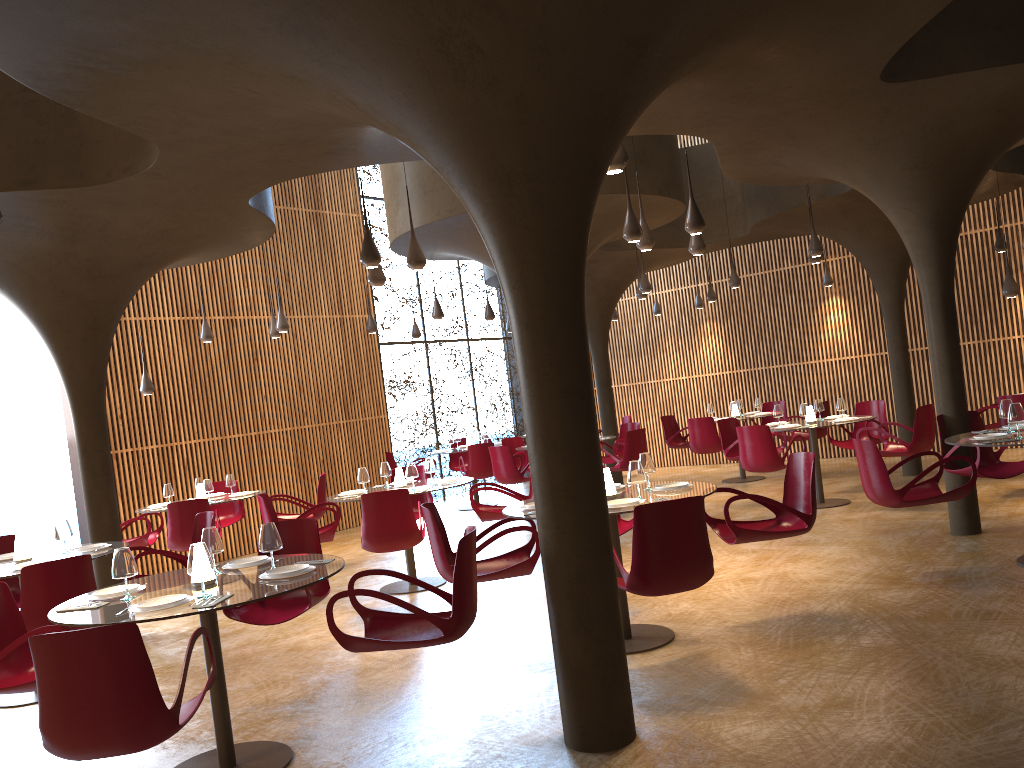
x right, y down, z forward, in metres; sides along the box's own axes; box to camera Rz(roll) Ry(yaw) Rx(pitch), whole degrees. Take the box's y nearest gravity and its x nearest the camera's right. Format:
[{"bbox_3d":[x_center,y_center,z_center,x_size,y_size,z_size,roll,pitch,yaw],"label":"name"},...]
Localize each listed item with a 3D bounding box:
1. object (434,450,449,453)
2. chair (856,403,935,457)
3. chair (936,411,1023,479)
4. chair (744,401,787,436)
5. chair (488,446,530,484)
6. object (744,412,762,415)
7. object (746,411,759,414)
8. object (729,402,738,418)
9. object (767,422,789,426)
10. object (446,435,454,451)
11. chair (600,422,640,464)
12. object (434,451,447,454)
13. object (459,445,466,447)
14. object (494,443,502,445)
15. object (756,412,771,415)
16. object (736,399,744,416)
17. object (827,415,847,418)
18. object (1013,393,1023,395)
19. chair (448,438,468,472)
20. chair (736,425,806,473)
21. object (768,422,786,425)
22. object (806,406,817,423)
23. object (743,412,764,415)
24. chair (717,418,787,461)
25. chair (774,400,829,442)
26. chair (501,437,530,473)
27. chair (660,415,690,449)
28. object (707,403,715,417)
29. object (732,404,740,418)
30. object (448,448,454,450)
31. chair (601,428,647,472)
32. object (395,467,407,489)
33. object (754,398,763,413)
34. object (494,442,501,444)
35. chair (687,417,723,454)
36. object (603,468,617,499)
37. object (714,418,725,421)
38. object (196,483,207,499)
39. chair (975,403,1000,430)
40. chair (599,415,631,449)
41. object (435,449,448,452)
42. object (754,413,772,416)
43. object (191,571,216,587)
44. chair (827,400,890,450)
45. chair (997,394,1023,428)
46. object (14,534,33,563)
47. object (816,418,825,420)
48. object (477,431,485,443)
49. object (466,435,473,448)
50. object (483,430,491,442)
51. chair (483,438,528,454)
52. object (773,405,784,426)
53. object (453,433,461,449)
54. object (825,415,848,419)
[{"bbox_3d":[-1.325,1.261,16.625,0.332,0.014,0.331,-7,-1,19],"label":"object"},{"bbox_3d":[4.902,0.597,11.197,0.624,0.636,0.874,-7,0,-42],"label":"chair"},{"bbox_3d":[4.654,0.599,8.789,0.625,0.636,0.873,-7,0,-4],"label":"chair"},{"bbox_3d":[4.816,0.675,16.660,0.626,0.636,0.871,-7,0,38],"label":"chair"},{"bbox_3d":[0.072,1.239,13.904,0.626,0.636,0.871,-7,0,43],"label":"chair"},{"bbox_3d":[4.383,0.536,16.124,0.332,0.014,0.331,-8,-1,36],"label":"object"},{"bbox_3d":[4.382,0.526,16.124,0.262,0.029,0.263,-7,-1,-41],"label":"object"},{"bbox_3d":[3.844,0.457,15.378,0.142,0.295,0.141,-7,1,31],"label":"object"},{"bbox_3d":[3.749,0.572,12.545,0.331,0.014,0.332,-7,-1,-25],"label":"object"},{"bbox_3d":[-1.155,1.100,16.486,0.142,0.295,0.141,-7,1,38],"label":"object"},{"bbox_3d":[1.861,1.032,15.415,0.871,0.636,0.626,-7,0,-42],"label":"chair"},{"bbox_3d":[-1.308,1.263,16.323,0.262,0.017,0.126,-7,-1,-6],"label":"object"},{"bbox_3d":[-0.900,1.206,17.232,0.263,0.029,0.263,-7,-1,-14],"label":"object"},{"bbox_3d":[-0.263,1.129,16.718,0.332,0.014,0.331,-8,-1,31],"label":"object"},{"bbox_3d":[4.371,0.519,15.441,0.263,0.029,0.263,-7,-1,17],"label":"object"},{"bbox_3d":[4.137,0.428,16.090,0.142,0.295,0.141,-7,1,38],"label":"object"},{"bbox_3d":[4.553,0.460,12.421,0.263,0.029,0.262,-8,-1,40],"label":"object"},{"bbox_3d":[6.976,0.150,12.113,0.262,0.029,0.263,-7,-1,-39],"label":"object"},{"bbox_3d":[-0.978,1.418,17.715,0.625,0.636,0.873,-7,0,-7],"label":"chair"},{"bbox_3d":[3.283,0.803,11.365,0.626,0.636,0.871,-7,0,43],"label":"chair"},{"bbox_3d":[3.748,0.563,12.545,0.262,0.029,0.263,-7,-1,-44],"label":"object"},{"bbox_3d":[4.089,0.417,12.149,0.142,0.232,0.144,-7,0,13],"label":"object"},{"bbox_3d":[4.387,0.537,16.122,0.411,0.012,0.204,-8,-1,35],"label":"object"},{"bbox_3d":[3.445,0.802,12.913,0.624,0.636,0.874,-7,0,-37],"label":"chair"},{"bbox_3d":[4.938,0.639,14.976,0.874,0.636,0.624,-7,0,38],"label":"chair"},{"bbox_3d":[0.234,1.238,15.451,0.624,0.636,0.874,-7,0,-37],"label":"chair"},{"bbox_3d":[3.207,0.874,16.411,0.874,0.636,0.624,-7,0,43],"label":"chair"},{"bbox_3d":[3.562,0.498,15.871,0.142,0.295,0.142,-7,1,10],"label":"object"},{"bbox_3d":[3.971,0.476,15.778,0.142,0.232,0.144,-7,0,23],"label":"object"},{"bbox_3d":[-1.198,1.260,17.225,0.126,0.017,0.262,-7,-1,-5],"label":"object"},{"bbox_3d":[1.691,1.033,13.736,0.624,0.636,0.874,-7,0,-42],"label":"chair"},{"bbox_3d":[-1.277,1.069,10.082,0.142,0.232,0.144,-7,0,31],"label":"object"},{"bbox_3d":[4.361,0.395,15.672,0.142,0.295,0.142,-7,1,-8],"label":"object"},{"bbox_3d":[-0.264,1.119,16.718,0.263,0.029,0.263,-8,-1,31],"label":"object"},{"bbox_3d":[3.315,0.842,14.858,0.626,0.636,0.871,-7,0,33],"label":"chair"},{"bbox_3d":[0.740,0.776,6.946,0.142,0.232,0.144,-7,0,-2],"label":"object"},{"bbox_3d":[3.629,0.612,15.364,0.263,0.029,0.262,-8,-1,44],"label":"object"},{"bbox_3d":[-4.195,1.459,11.954,0.144,0.232,0.142,-7,0,23],"label":"object"},{"bbox_3d":[6.565,0.404,12.546,0.874,0.636,0.624,-7,0,44],"label":"chair"},{"bbox_3d":[2.142,1.038,18.866,0.872,0.636,0.625,-7,0,-11],"label":"chair"},{"bbox_3d":[-1.326,1.252,16.625,0.263,0.029,0.263,-7,-1,10],"label":"object"},{"bbox_3d":[4.373,0.529,15.441,0.331,0.014,0.332,-7,-1,-28],"label":"object"},{"bbox_3d":[-1.861,1.084,5.313,0.142,0.232,0.145,-7,0,-33],"label":"object"},{"bbox_3d":[5.073,0.596,12.876,0.871,0.636,0.626,-7,0,-42],"label":"chair"},{"bbox_3d":[6.387,0.407,10.916,0.871,0.636,0.626,-7,0,-41],"label":"chair"},{"bbox_3d":[-4.195,1.406,7.586,0.142,0.232,0.144,-7,0,16],"label":"object"},{"bbox_3d":[4.374,0.502,12.662,0.261,0.017,0.126,-7,-1,-41],"label":"object"},{"bbox_3d":[-0.571,1.025,16.375,0.141,0.295,0.142,-8,1,-36],"label":"object"},{"bbox_3d":[-0.802,1.089,16.711,0.142,0.232,0.144,-7,0,3],"label":"object"},{"bbox_3d":[-0.476,1.019,16.840,0.142,0.295,0.142,-7,1,-12],"label":"object"},{"bbox_3d":[-0.159,1.324,18.460,0.872,0.636,0.625,-7,0,-16],"label":"chair"},{"bbox_3d":[3.702,0.437,12.312,0.142,0.295,0.142,-7,1,-13],"label":"object"},{"bbox_3d":[-1.057,1.095,17.045,0.141,0.295,0.142,-8,1,-40],"label":"object"},{"bbox_3d":[4.555,0.469,12.421,0.332,0.014,0.331,-7,-1,21],"label":"object"}]
